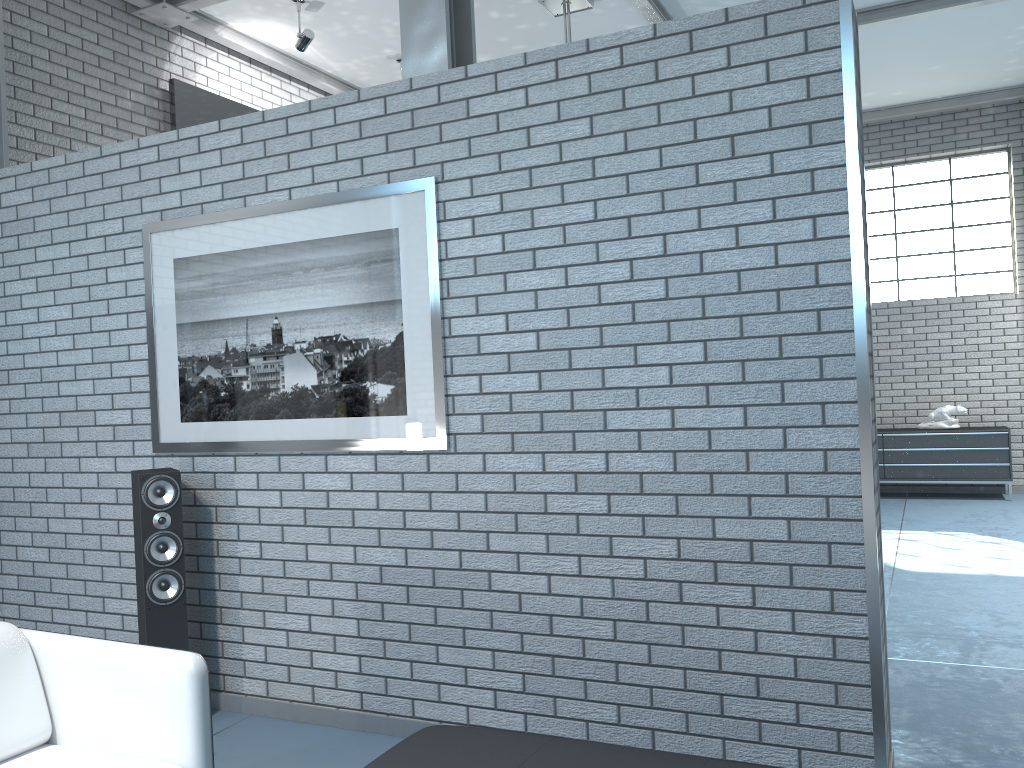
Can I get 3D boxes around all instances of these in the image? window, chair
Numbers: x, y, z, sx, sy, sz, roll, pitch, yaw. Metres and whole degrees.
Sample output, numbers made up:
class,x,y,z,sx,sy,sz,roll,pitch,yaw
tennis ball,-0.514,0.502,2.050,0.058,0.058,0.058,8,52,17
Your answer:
class,x,y,z,sx,sy,sz,roll,pitch,yaw
window,4.111,-1.608,9.499,2.200,1.500,0.100,-3,0,25
chair,-1.365,1.021,2.220,0.919,0.661,0.767,-3,0,28

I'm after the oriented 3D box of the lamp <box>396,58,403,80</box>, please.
class,x,y,z,sx,sy,sz,roll,pitch,yaw
lamp,-0.910,-2.462,7.223,0.167,0.332,0.137,-3,0,15

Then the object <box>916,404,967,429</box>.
class,x,y,z,sx,sy,sz,roll,pitch,yaw
object,4.315,0.331,8.903,0.151,0.244,0.496,-3,0,-40

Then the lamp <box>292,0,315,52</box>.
class,x,y,z,sx,sy,sz,roll,pitch,yaw
lamp,-1.446,-2.448,6.058,0.137,0.311,0.166,-3,0,-40

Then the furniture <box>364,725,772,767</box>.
class,x,y,z,sx,sy,sz,roll,pitch,yaw
furniture,0.208,1.123,2.154,1.291,0.301,0.685,-3,0,25

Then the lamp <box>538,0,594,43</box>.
class,x,y,z,sx,sy,sz,roll,pitch,yaw
lamp,0.395,-2.252,6.151,0.300,0.872,0.639,-3,0,25

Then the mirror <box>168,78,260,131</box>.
class,x,y,z,sx,sy,sz,roll,pitch,yaw
mirror,-1.495,-0.347,7.525,0.050,3.500,3.400,-3,0,25

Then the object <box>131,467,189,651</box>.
class,x,y,z,sx,sy,sz,roll,pitch,yaw
object,-1.437,0.878,3.636,0.159,1.045,0.254,-3,0,-30

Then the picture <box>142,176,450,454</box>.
class,x,y,z,sx,sy,sz,roll,pitch,yaw
picture,-0.932,-0.229,3.603,1.490,1.015,0.020,-3,0,25

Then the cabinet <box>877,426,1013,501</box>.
class,x,y,z,sx,sy,sz,roll,pitch,yaw
cabinet,3.845,0.815,9.137,2.250,0.682,0.510,-3,0,25
